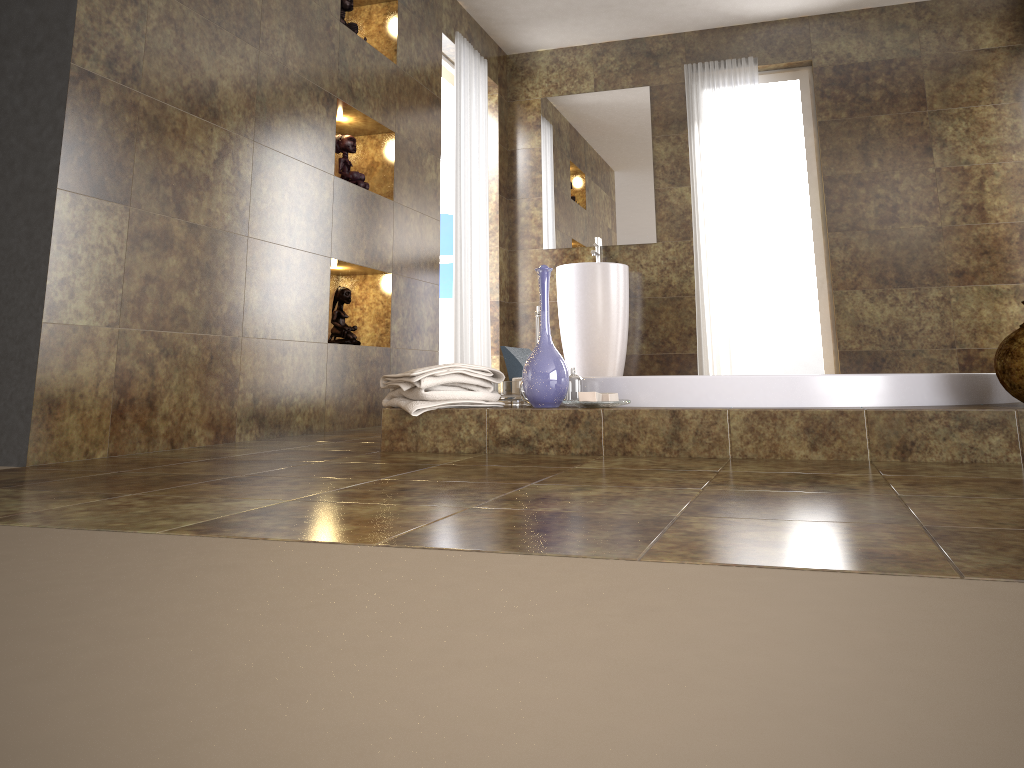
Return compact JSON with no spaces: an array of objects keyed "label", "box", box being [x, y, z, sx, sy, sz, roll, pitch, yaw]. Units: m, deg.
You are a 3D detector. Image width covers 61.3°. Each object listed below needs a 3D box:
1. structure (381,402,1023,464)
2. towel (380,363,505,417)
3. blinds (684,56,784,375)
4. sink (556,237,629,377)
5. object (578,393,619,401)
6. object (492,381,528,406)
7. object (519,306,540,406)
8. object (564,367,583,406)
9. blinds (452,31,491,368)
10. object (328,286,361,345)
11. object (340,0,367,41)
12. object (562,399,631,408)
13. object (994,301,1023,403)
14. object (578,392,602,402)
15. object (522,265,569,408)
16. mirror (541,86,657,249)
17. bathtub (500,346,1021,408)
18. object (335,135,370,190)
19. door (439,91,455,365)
[{"label":"structure","box":[0.879,0.122,3.169,1.998,0.128,1.960,0,0,18]},{"label":"towel","box":[-0.216,0.015,2.649,0.319,0.155,0.332,1,-2,-27]},{"label":"blinds","box":[1.384,-0.998,5.468,0.517,2.337,0.065,-4,-13,17]},{"label":"sink","box":[0.510,-0.395,5.424,0.456,1.173,0.423,-4,-11,20]},{"label":"object","box":[0.247,0.041,2.460,0.100,0.033,0.060,-1,-3,33]},{"label":"object","box":[-0.003,0.029,2.791,0.169,0.078,0.165,0,-2,0]},{"label":"object","box":[0.087,-0.089,2.664,0.129,0.318,0.126,-5,-12,25]},{"label":"object","box":[0.185,0.008,2.601,0.057,0.119,0.055,3,-10,-19]},{"label":"blinds","box":[-0.229,-0.978,5.211,0.067,2.350,0.579,-5,-12,18]},{"label":"object","box":[-0.756,-0.309,3.897,0.151,0.283,0.146,-4,-10,18]},{"label":"object","box":[-0.793,-1.769,4.175,0.151,0.275,0.118,-3,-11,18]},{"label":"object","box":[0.240,0.057,2.447,0.190,0.019,0.185,0,0,7]},{"label":"object","box":[1.376,-0.081,2.240,0.230,0.284,0.222,1,-7,-10]},{"label":"object","box":[0.217,0.038,2.397,0.053,0.035,0.071,-2,-2,19]},{"label":"object","box":[0.097,-0.144,2.531,0.135,0.433,0.131,-6,-12,25]},{"label":"mirror","box":[0.573,-1.466,5.861,0.765,1.127,0.008,-3,-12,17]},{"label":"bathtub","box":[0.877,0.114,3.169,1.733,0.539,1.723,0,-1,-41]},{"label":"object","box":[-0.761,-1.046,4.080,0.174,0.294,0.108,-3,-11,18]},{"label":"door","box":[-0.751,-0.924,5.856,0.960,2.299,0.038,-2,-12,7]}]
